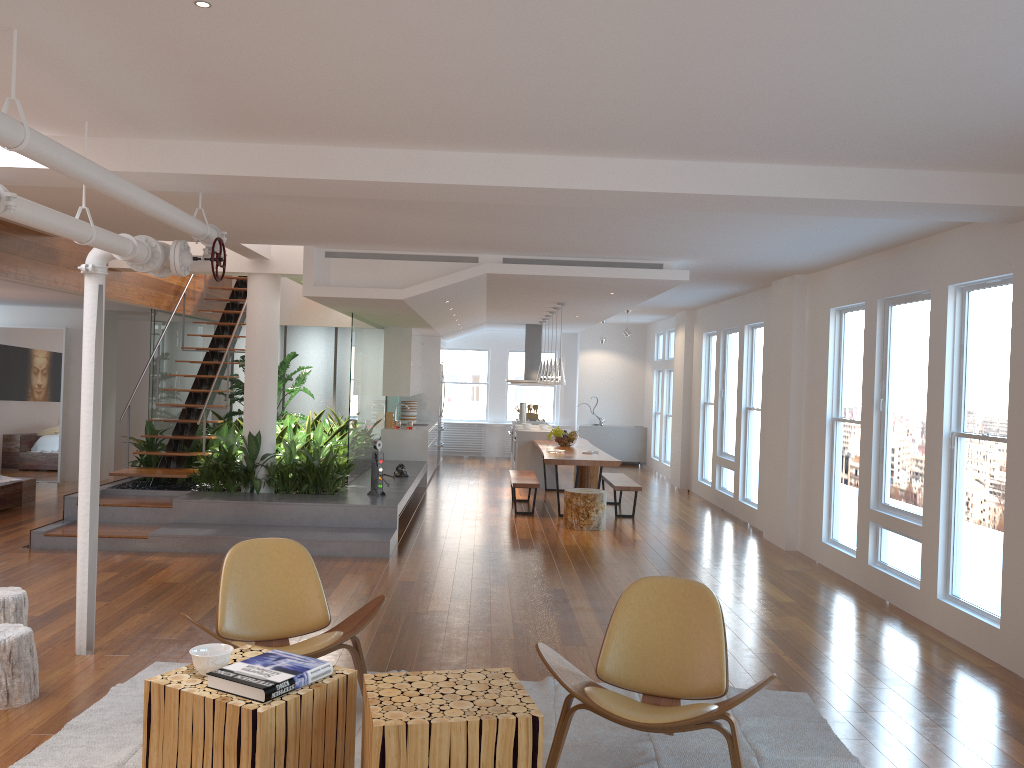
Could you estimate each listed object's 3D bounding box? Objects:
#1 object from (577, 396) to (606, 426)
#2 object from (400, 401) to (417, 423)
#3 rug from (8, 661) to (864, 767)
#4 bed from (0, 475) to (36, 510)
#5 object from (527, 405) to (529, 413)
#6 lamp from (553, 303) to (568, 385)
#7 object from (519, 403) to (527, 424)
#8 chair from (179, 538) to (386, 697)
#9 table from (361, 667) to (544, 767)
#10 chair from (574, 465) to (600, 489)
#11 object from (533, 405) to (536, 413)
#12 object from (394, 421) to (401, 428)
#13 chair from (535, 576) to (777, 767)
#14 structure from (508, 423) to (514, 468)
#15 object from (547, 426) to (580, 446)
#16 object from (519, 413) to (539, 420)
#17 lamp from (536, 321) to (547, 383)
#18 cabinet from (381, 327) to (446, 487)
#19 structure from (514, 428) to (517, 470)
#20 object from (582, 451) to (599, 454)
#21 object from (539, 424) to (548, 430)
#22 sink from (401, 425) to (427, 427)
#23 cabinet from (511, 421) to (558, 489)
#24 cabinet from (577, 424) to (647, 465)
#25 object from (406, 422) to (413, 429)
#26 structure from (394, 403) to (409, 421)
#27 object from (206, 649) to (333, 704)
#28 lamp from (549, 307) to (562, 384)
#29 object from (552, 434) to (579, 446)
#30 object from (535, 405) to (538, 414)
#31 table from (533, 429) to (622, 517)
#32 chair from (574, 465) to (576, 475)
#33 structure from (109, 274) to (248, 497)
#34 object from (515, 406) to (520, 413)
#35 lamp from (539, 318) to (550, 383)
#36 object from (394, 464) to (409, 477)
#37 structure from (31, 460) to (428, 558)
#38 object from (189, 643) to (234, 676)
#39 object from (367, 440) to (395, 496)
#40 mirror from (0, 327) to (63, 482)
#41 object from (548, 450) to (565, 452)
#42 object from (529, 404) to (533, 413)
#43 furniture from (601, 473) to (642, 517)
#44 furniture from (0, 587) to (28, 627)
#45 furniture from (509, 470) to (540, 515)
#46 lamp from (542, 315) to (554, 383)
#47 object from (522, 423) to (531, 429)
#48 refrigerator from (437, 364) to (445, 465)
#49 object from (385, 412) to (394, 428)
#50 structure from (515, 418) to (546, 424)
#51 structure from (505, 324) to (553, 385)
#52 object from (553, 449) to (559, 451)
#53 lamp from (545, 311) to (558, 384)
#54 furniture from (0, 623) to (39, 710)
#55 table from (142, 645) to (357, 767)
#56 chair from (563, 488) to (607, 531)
[{"bbox_3d":[1.550,0.515,17.042,0.590,0.563,0.210,2,1,-30],"label":"object"},{"bbox_3d":[-1.689,0.460,14.478,0.267,0.356,0.266,2,1,24],"label":"object"},{"bbox_3d":[-0.285,1.557,3.032,3.525,0.057,3.478,2,0,3],"label":"rug"},{"bbox_3d":[-6.558,1.036,8.994,2.314,0.595,2.207,2,0,-2],"label":"bed"},{"bbox_3d":[0.297,0.508,15.772,0.061,0.299,0.040,2,0,-4],"label":"object"},{"bbox_3d":[0.590,-0.517,10.697,0.160,1.060,0.160,2,1,25],"label":"lamp"},{"bbox_3d":[0.195,0.494,14.854,0.172,0.356,0.120,1,1,-44],"label":"object"},{"bbox_3d":[-1.042,1.189,4.234,0.856,0.752,0.867,2,0,3],"label":"chair"},{"bbox_3d":[-0.227,1.334,3.056,0.548,0.534,0.489,2,0,-13],"label":"table"},{"bbox_3d":[1.098,1.326,12.902,0.396,0.455,0.402,2,0,-12],"label":"chair"},{"bbox_3d":[0.395,0.513,15.757,0.068,0.298,0.039,2,0,-2],"label":"object"},{"bbox_3d":[-1.667,0.593,12.909,0.094,0.106,0.094,2,0,4],"label":"object"},{"bbox_3d":[0.629,1.249,3.566,0.867,0.752,0.856,1,1,-42],"label":"chair"},{"bbox_3d":[0.264,1.060,15.308,0.649,0.735,0.890,2,0,-2],"label":"structure"},{"bbox_3d":[0.697,0.704,12.010,0.394,0.284,0.292,2,1,-38],"label":"object"},{"bbox_3d":[0.294,0.587,15.762,0.353,0.157,0.084,2,0,-2],"label":"object"},{"bbox_3d":[0.483,-0.551,14.311,0.160,1.060,0.160,2,1,25],"label":"lamp"},{"bbox_3d":[-1.583,0.319,14.930,0.676,2.280,4.565,2,0,-2],"label":"cabinet"},{"bbox_3d":[0.060,1.022,13.890,0.072,0.648,0.644,2,0,-2],"label":"structure"},{"bbox_3d":[0.973,0.848,10.983,0.222,0.020,0.222,2,0,-10],"label":"object"},{"bbox_3d":[0.476,0.652,13.323,0.152,0.082,0.152,1,1,-41],"label":"object"},{"bbox_3d":[-1.544,0.762,13.902,0.449,0.192,0.666,2,0,-2],"label":"sink"},{"bbox_3d":[0.330,1.095,14.402,0.597,0.832,2.936,2,0,-2],"label":"cabinet"},{"bbox_3d":[1.912,1.171,17.102,1.309,0.725,0.420,2,0,-2],"label":"cabinet"},{"bbox_3d":[-1.484,0.599,12.868,0.094,0.106,0.094,2,0,4],"label":"object"},{"bbox_3d":[-1.733,0.559,13.923,0.248,0.536,0.115,2,0,-2],"label":"structure"},{"bbox_3d":[-0.848,1.023,3.119,0.279,0.048,0.334,2,1,29],"label":"object"},{"bbox_3d":[0.568,-0.524,11.420,0.160,1.060,0.160,2,1,25],"label":"lamp"},{"bbox_3d":[0.721,0.768,11.997,0.360,0.159,0.360,1,1,-38],"label":"object"},{"bbox_3d":[0.432,0.514,15.776,0.057,0.294,0.030,2,0,-2],"label":"object"},{"bbox_3d":[0.704,1.182,13.017,0.893,0.704,5.996,2,0,-2],"label":"table"},{"bbox_3d":[1.239,1.319,15.122,0.344,0.430,0.549,2,0,2],"label":"chair"},{"bbox_3d":[-2.851,-0.830,11.126,2.552,4.265,4.591,2,0,-2],"label":"structure"},{"bbox_3d":[0.141,0.520,15.765,0.199,0.259,0.016,2,0,9],"label":"object"},{"bbox_3d":[0.504,-0.544,13.588,0.160,1.060,0.160,2,1,25],"label":"lamp"},{"bbox_3d":[-1.351,1.039,10.700,0.216,0.155,0.181,2,1,-37],"label":"object"},{"bbox_3d":[-2.688,1.267,10.487,3.088,0.386,5.584,2,0,-2],"label":"structure"},{"bbox_3d":[-1.083,0.998,3.196,0.152,0.082,0.152,1,1,-41],"label":"object"},{"bbox_3d":[-1.310,0.853,8.982,0.318,0.565,0.134,2,1,35],"label":"object"},{"bbox_3d":[-6.701,0.267,11.897,1.267,2.044,0.049,2,0,-2],"label":"mirror"},{"bbox_3d":[0.550,0.834,11.018,0.222,0.020,0.222,2,1,39],"label":"object"},{"bbox_3d":[0.332,0.510,15.753,0.057,0.299,0.019,2,0,-2],"label":"object"},{"bbox_3d":[1.330,1.379,11.032,0.316,0.389,1.433,2,0,-2],"label":"furniture"},{"bbox_3d":[-2.650,1.287,4.579,0.290,0.418,0.298,1,1,-39],"label":"furniture"},{"bbox_3d":[0.138,1.341,10.996,0.316,0.389,1.433,2,0,-2],"label":"furniture"},{"bbox_3d":[0.526,-0.537,12.866,0.160,1.060,0.160,2,1,25],"label":"lamp"},{"bbox_3d":[0.223,0.643,13.439,0.152,0.082,0.152,2,1,38],"label":"object"},{"bbox_3d":[-1.557,0.529,15.676,0.725,1.772,0.908,2,0,-2],"label":"refrigerator"},{"bbox_3d":[-1.815,0.532,13.175,0.104,0.222,0.200,2,0,-2],"label":"object"},{"bbox_3d":[0.320,0.636,15.318,0.520,0.073,0.650,2,0,-2],"label":"structure"},{"bbox_3d":[0.366,-0.694,15.279,0.909,1.405,0.900,2,0,-2],"label":"structure"},{"bbox_3d":[0.550,0.828,11.018,0.070,0.030,0.079,1,1,-38],"label":"object"},{"bbox_3d":[0.547,-0.531,12.143,0.160,1.060,0.160,2,1,25],"label":"lamp"},{"bbox_3d":[-2.420,1.340,4.232,0.294,0.333,0.292,2,1,-31],"label":"furniture"},{"bbox_3d":[-0.935,1.310,3.183,0.548,0.534,0.489,2,1,28],"label":"table"},{"bbox_3d":[0.796,1.364,9.677,0.460,0.400,0.460,2,0,8],"label":"chair"}]
